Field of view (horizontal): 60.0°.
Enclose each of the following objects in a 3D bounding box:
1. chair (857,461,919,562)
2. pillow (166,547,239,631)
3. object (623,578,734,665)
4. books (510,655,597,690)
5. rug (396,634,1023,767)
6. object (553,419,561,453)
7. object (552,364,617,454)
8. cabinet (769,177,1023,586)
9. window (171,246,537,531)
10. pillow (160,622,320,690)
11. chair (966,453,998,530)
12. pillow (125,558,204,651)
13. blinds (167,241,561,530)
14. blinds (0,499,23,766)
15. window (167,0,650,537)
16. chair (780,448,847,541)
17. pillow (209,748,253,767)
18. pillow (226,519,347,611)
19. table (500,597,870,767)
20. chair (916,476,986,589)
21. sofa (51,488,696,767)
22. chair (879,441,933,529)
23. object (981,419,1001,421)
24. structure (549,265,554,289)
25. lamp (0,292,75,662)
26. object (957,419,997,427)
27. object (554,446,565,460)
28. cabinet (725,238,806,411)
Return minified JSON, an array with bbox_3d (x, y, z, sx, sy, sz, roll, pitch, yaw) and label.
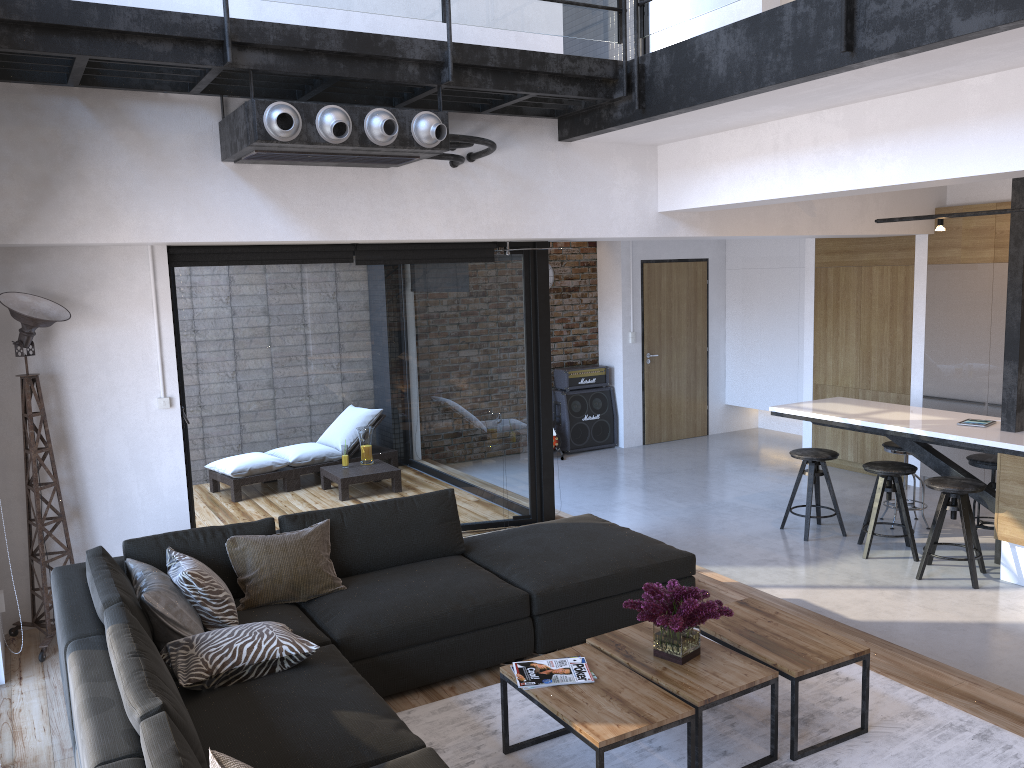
[{"bbox_3d":[2.640,0.876,6.216,0.365,0.631,0.365,0,8,15],"label":"chair"},{"bbox_3d":[-1.353,0.880,3.852,0.250,0.315,0.531,-6,8,-25],"label":"pillow"},{"bbox_3d":[0.633,0.879,3.413,0.374,0.343,0.341,-6,9,-28],"label":"object"},{"bbox_3d":[0.153,1.074,3.310,0.295,0.013,0.228,-3,7,-9],"label":"books"},{"bbox_3d":[0.706,1.392,3.504,2.112,0.003,1.634,-6,8,-29],"label":"rug"},{"bbox_3d":[0.380,0.316,9.851,0.330,0.875,0.523,-1,8,5],"label":"object"},{"bbox_3d":[0.819,0.271,10.138,0.696,0.938,0.357,-6,9,-29],"label":"object"},{"bbox_3d":[4.739,-0.121,4.651,2.472,2.878,9.103,-6,9,-29],"label":"cabinet"},{"bbox_3d":[-1.036,0.095,6.168,2.448,2.055,0.100,-4,8,-13],"label":"window"},{"bbox_3d":[-1.047,1.036,3.393,0.530,0.178,0.355,-6,9,-31],"label":"pillow"},{"bbox_3d":[3.423,0.834,6.317,0.357,0.637,0.356,5,10,39],"label":"chair"},{"bbox_3d":[-1.456,0.923,3.724,0.234,0.294,0.610,-6,9,-29],"label":"pillow"},{"bbox_3d":[-0.573,-0.007,6.733,1.828,2.056,3.853,0,8,15],"label":"blinds"},{"bbox_3d":[-1.112,0.525,1.839,0.095,2.048,5.362,-6,9,-29],"label":"blinds"},{"bbox_3d":[0.385,-1.045,2.253,5.659,5.579,13.379,-6,9,-29],"label":"window"},{"bbox_3d":[2.290,0.822,6.734,0.366,0.631,0.366,-4,8,-14],"label":"chair"},{"bbox_3d":[-0.487,1.074,1.971,0.265,0.383,0.608,-6,9,-29],"label":"pillow"},{"bbox_3d":[-1.073,0.859,4.182,0.546,0.310,0.272,-6,9,-30],"label":"pillow"},{"bbox_3d":[0.671,1.222,3.456,1.297,0.351,0.696,-6,8,-29],"label":"table"},{"bbox_3d":[2.840,0.934,5.710,0.366,0.631,0.366,4,10,35],"label":"chair"},{"bbox_3d":[-0.059,1.066,3.501,2.996,0.702,3.040,-6,8,-29],"label":"sofa"},{"bbox_3d":[3.052,0.776,6.871,0.358,0.637,0.355,0,8,15],"label":"chair"},{"bbox_3d":[3.405,0.157,5.995,0.214,0.247,0.416,-3,8,-8],"label":"object"},{"bbox_3d":[0.306,-1.196,9.879,0.360,0.361,0.040,-6,9,-29],"label":"structure"},{"bbox_3d":[-2.051,0.472,4.238,0.424,1.831,1.467,-10,11,-44],"label":"lamp"},{"bbox_3d":[3.197,0.269,6.100,0.240,0.013,0.187,-9,10,-44],"label":"object"},{"bbox_3d":[0.373,0.520,9.755,0.389,0.589,0.330,-1,8,5],"label":"object"},{"bbox_3d":[3.016,-0.723,9.991,0.020,2.121,1.707,-6,9,-29],"label":"cabinet"}]
